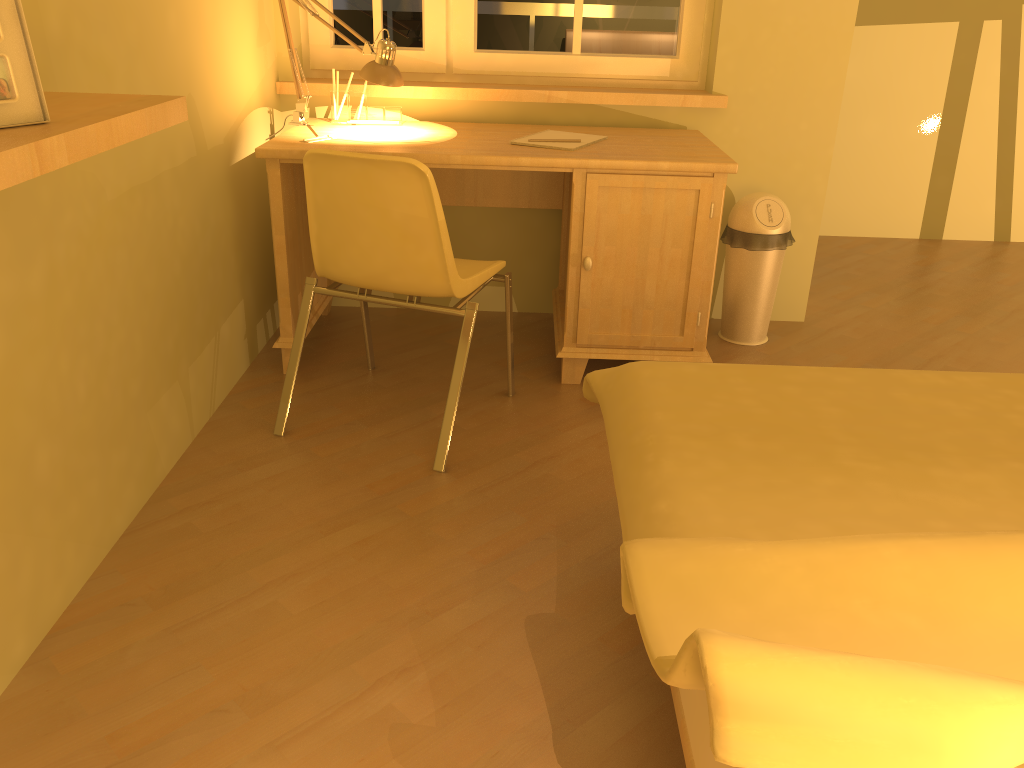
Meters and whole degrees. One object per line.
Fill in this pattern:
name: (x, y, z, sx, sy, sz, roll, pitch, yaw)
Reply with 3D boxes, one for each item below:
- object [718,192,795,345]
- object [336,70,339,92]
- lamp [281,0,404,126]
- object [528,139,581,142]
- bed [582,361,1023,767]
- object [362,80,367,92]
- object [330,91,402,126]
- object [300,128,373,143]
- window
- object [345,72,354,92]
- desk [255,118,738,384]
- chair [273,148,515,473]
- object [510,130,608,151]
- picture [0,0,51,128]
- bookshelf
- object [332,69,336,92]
object: (0.870, -0.422, 3.198, 0.248, 0.535, 0.255, 18, 28, 32)
object: (-0.595, -0.984, 3.021, 0.009, 0.162, 0.053, -8, 26, -22)
lamp: (-0.561, -1.035, 2.806, 0.484, 0.455, 0.140, 13, 26, 23)
object: (0.133, -0.758, 2.761, 0.166, 0.009, 0.008, -2, 24, -8)
bed: (0.788, 0.384, 0.942, 1.286, 0.894, 2.378, 2, 24, 0)
object: (-0.517, -0.982, 3.055, 0.043, 0.138, 0.010, -9, 26, -23)
object: (-0.500, -0.947, 3.045, 0.240, 0.105, 0.070, -1, 24, -6)
object: (-0.551, -0.785, 2.796, 0.040, 0.009, 0.300, 15, 27, 28)
window: (-0.013, -1.686, 3.026, 1.486, 1.263, 0.142, 2, 24, 0)
object: (-0.573, -0.988, 3.045, 0.073, 0.155, 0.008, -14, 28, -32)
desk: (-0.049, -0.463, 3.003, 1.396, 0.720, 0.684, 2, 24, 0)
chair: (-0.315, -0.272, 2.474, 0.531, 0.785, 0.546, 10, 25, 19)
object: (0.154, -0.778, 2.827, 0.210, 0.010, 0.300, 13, 26, 23)
picture: (-0.728, -0.469, 1.131, 0.171, 0.264, 0.134, 13, 27, 24)
bookshelf: (-0.725, -0.349, 0.743, 0.300, 1.240, 2.605, 2, 24, 0)
object: (-0.607, -0.990, 3.032, 0.009, 0.165, 0.034, -1, 24, -6)
